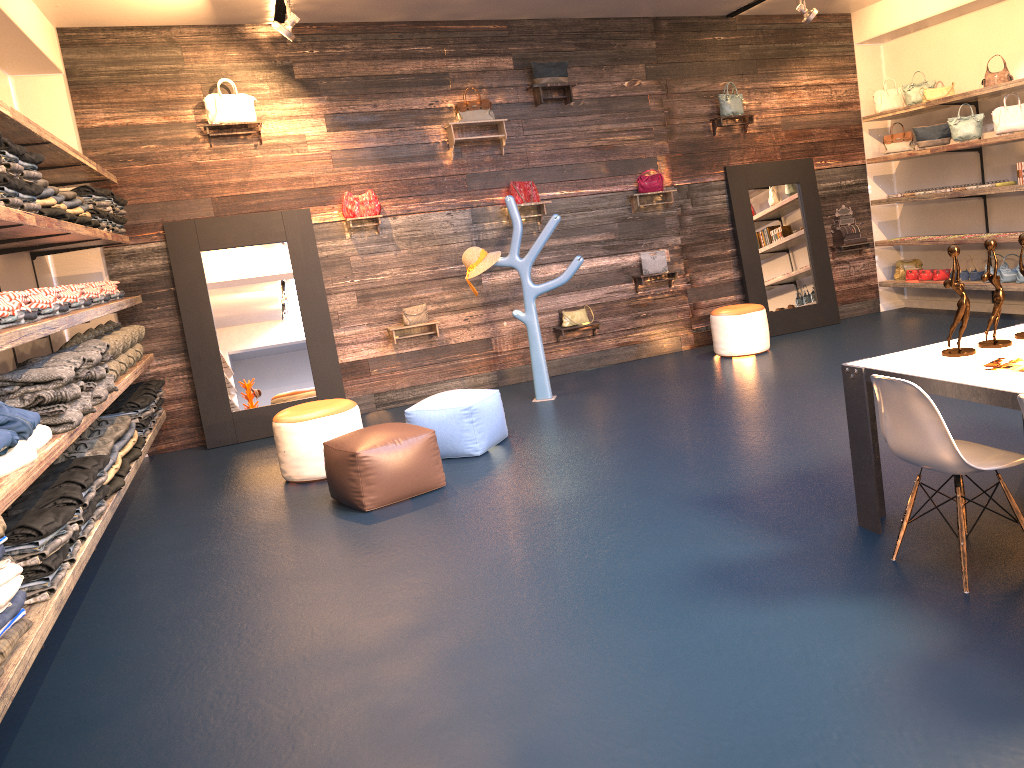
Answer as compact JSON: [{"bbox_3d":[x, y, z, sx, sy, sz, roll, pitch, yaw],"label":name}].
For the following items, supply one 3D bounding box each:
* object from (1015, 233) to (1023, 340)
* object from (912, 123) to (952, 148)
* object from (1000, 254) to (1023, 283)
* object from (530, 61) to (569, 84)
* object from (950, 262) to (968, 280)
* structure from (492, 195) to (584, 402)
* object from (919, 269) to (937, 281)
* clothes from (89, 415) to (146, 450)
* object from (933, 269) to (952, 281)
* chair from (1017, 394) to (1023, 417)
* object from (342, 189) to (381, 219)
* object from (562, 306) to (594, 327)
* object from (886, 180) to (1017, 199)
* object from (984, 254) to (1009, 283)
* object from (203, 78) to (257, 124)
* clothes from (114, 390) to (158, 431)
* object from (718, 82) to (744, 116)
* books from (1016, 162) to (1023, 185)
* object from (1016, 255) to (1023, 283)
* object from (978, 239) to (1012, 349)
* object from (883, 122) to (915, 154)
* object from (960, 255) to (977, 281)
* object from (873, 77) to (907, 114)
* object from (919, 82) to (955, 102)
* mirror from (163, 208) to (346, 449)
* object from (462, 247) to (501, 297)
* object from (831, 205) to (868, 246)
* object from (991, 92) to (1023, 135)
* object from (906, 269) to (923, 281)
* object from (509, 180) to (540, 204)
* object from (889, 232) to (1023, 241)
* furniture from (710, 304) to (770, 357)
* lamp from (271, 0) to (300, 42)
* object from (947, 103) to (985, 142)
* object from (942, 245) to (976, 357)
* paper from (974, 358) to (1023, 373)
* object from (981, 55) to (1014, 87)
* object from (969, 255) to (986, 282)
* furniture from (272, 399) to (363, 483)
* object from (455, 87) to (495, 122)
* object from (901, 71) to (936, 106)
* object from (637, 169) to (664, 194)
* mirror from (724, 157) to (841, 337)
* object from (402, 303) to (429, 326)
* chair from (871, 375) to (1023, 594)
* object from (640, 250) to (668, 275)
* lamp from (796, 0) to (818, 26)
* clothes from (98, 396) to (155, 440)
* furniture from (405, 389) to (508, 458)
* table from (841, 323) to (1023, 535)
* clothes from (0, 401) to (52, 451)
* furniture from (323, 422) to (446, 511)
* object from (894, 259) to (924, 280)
[{"bbox_3d":[2.300,-0.440,3.873,0.152,0.466,0.128,-15,10,-43],"label":"object"},{"bbox_3d":[4.528,-2.671,9.335,0.397,0.230,0.188,-4,9,18],"label":"object"},{"bbox_3d":[5.035,-1.169,8.733,0.265,0.281,0.100,-6,8,14],"label":"object"},{"bbox_3d":[0.377,-3.035,8.489,0.449,0.230,0.166,-12,9,-28],"label":"object"},{"bbox_3d":[4.854,-1.264,9.435,0.195,0.278,0.060,-7,8,9],"label":"object"},{"bbox_3d":[0.192,-0.753,7.587,0.955,1.798,0.175,-8,7,3],"label":"structure"},{"bbox_3d":[4.715,-1.238,9.835,0.212,0.118,0.094,-5,9,13],"label":"object"},{"bbox_3d":[-2.611,0.337,5.583,0.443,0.250,0.327,-11,10,-22],"label":"clothes"},{"bbox_3d":[4.793,-1.216,9.654,0.212,0.118,0.094,-5,9,14],"label":"object"},{"bbox_3d":[1.913,0.388,2.747,0.567,0.797,0.449,-10,8,-12],"label":"chair"},{"bbox_3d":[-1.364,-1.623,7.830,0.350,0.252,0.133,-9,8,-11],"label":"object"},{"bbox_3d":[0.673,-0.679,8.732,0.397,0.173,0.211,-16,12,-42],"label":"object"},{"bbox_3d":[4.701,-2.106,9.400,0.510,0.060,1.441,-10,10,-16],"label":"object"},{"bbox_3d":[4.974,-1.193,8.916,0.270,0.281,0.099,-7,8,7],"label":"object"},{"bbox_3d":[-2.376,-2.382,7.329,0.461,0.384,0.178,-13,9,-33],"label":"object"},{"bbox_3d":[-2.749,0.216,6.248,0.394,0.297,0.298,-13,10,-30],"label":"clothes"},{"bbox_3d":[2.360,-3.064,9.355,0.399,0.365,0.162,-13,9,-33],"label":"object"},{"bbox_3d":[5.024,-2.035,8.317,0.191,0.209,0.301,-10,9,-17],"label":"books"},{"bbox_3d":[5.098,-1.145,8.551,0.265,0.281,0.100,-6,8,14],"label":"object"},{"bbox_3d":[2.084,-0.397,3.779,0.131,0.466,0.149,-5,8,24],"label":"object"},{"bbox_3d":[4.366,-2.788,9.816,0.331,0.333,0.176,-4,9,24],"label":"object"},{"bbox_3d":[4.893,-1.248,9.318,0.201,0.278,0.059,-8,7,0],"label":"object"},{"bbox_3d":[4.311,-3.287,9.872,0.424,0.384,0.194,-7,8,2],"label":"object"},{"bbox_3d":[4.479,-3.070,9.155,0.337,0.173,0.249,-1,11,33],"label":"object"},{"bbox_3d":[-2.186,-0.508,7.531,1.231,1.907,0.252,-11,8,-22],"label":"mirror"},{"bbox_3d":[-0.249,-0.988,7.593,0.357,0.439,0.335,-11,9,-22],"label":"object"},{"bbox_3d":[3.923,-1.867,10.146,0.380,0.458,0.221,-11,8,-21],"label":"object"},{"bbox_3d":[4.834,-2.616,8.352,0.393,0.384,0.209,-2,10,32],"label":"object"},{"bbox_3d":[4.656,-1.264,10.029,0.212,0.118,0.094,-5,9,13],"label":"object"},{"bbox_3d":[0.131,-1.866,8.449,0.347,0.253,0.128,-13,9,-33],"label":"object"},{"bbox_3d":[4.738,-1.579,9.311,0.373,0.024,1.776,-10,10,-16],"label":"object"},{"bbox_3d":[2.315,-0.554,8.820,0.612,0.478,0.552,-10,9,-16],"label":"furniture"},{"bbox_3d":[-1.678,-2.693,6.446,0.226,0.326,0.193,-4,9,24],"label":"lamp"},{"bbox_3d":[4.614,-2.663,8.822,0.346,0.365,0.187,-4,9,23],"label":"object"},{"bbox_3d":[1.881,-0.357,3.695,0.144,0.466,0.136,-9,8,-8],"label":"object"},{"bbox_3d":[1.987,-0.046,3.163,0.345,0.014,0.702,-8,10,-7],"label":"paper"},{"bbox_3d":[4.698,-3.038,8.419,0.269,0.298,0.112,0,11,42],"label":"object"},{"bbox_3d":[4.930,-1.230,9.185,0.195,0.278,0.060,-7,8,9],"label":"object"},{"bbox_3d":[-1.332,0.378,6.041,0.612,0.478,0.552,-10,9,-16],"label":"furniture"},{"bbox_3d":[-0.362,-2.636,8.198,0.365,0.333,0.160,-9,8,-11],"label":"object"},{"bbox_3d":[4.416,-3.210,9.418,0.346,0.365,0.187,-4,9,23],"label":"object"},{"bbox_3d":[1.434,-2.110,9.029,0.264,0.242,0.204,-12,9,-24],"label":"object"},{"bbox_3d":[3.052,-1.541,9.768,1.231,1.907,0.252,-11,8,-22],"label":"mirror"},{"bbox_3d":[-0.900,-0.644,8.075,0.293,0.174,0.095,-15,11,-41],"label":"object"},{"bbox_3d":[1.688,0.313,3.341,0.579,0.797,0.439,-11,8,-21],"label":"chair"},{"bbox_3d":[1.494,-1.276,9.100,0.281,0.228,0.077,-8,8,-6],"label":"object"},{"bbox_3d":[2.803,-3.565,8.289,0.226,0.326,0.193,-4,9,24],"label":"lamp"},{"bbox_3d":[-2.648,0.255,5.956,0.391,0.297,0.311,-10,9,-17],"label":"clothes"},{"bbox_3d":[-0.398,0.260,6.227,0.617,0.421,0.684,-4,10,20],"label":"furniture"},{"bbox_3d":[2.437,0.312,2.984,1.309,0.736,2.406,-10,10,-17],"label":"table"},{"bbox_3d":[-2.073,0.188,3.349,0.450,0.239,0.405,-11,10,-19],"label":"clothes"},{"bbox_3d":[-0.791,0.466,5.321,0.705,0.421,0.597,-14,11,-35],"label":"furniture"},{"bbox_3d":[4.684,-1.361,10.239,0.357,0.233,0.207,-5,9,12],"label":"object"}]
